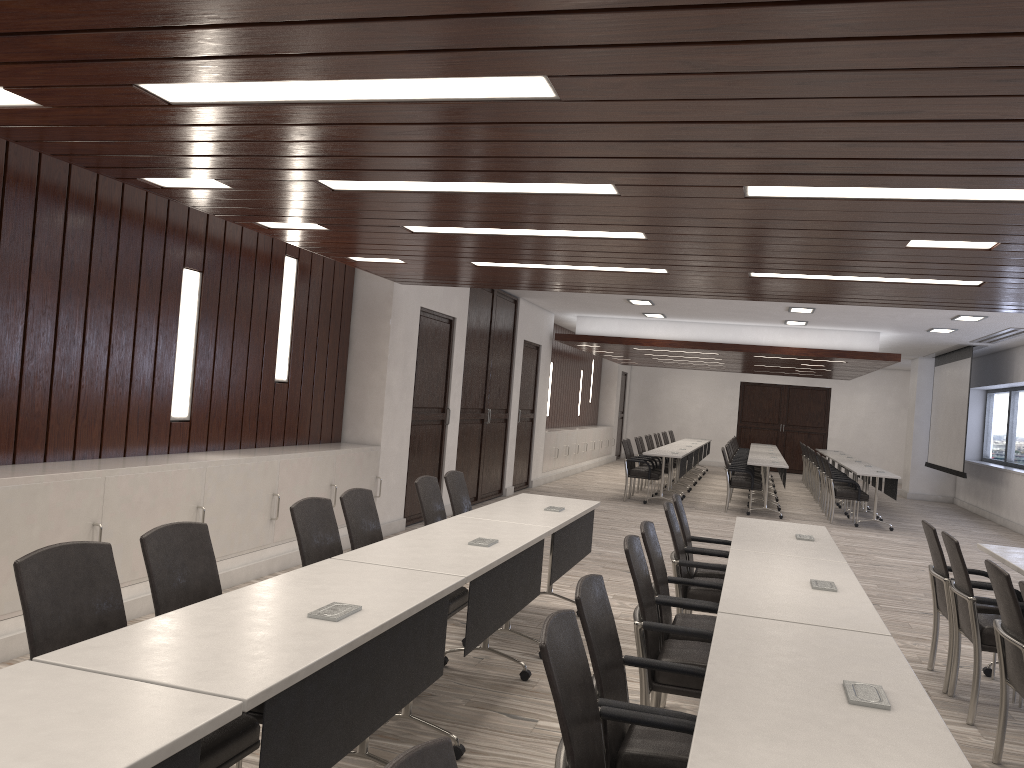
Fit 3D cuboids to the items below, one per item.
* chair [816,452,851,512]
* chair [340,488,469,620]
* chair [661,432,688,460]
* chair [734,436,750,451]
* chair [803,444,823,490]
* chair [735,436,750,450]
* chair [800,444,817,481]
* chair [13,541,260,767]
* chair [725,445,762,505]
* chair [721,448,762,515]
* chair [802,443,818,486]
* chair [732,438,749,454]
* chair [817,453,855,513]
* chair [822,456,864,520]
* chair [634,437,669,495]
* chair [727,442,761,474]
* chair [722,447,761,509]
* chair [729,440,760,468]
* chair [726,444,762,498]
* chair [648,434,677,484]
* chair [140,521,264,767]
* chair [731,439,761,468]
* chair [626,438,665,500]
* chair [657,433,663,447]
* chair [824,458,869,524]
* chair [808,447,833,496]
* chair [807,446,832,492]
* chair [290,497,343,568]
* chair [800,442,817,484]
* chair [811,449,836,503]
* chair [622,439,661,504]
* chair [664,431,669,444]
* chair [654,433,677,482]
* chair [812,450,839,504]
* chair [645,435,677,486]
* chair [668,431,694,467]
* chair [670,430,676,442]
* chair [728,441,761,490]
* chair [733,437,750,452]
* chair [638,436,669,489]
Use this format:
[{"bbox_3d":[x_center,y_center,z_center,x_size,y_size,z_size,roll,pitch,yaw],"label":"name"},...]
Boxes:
[{"bbox_3d":[5.436,1.642,14.952,0.638,0.939,0.513,4,-1,15],"label":"chair"},{"bbox_3d":[-0.571,1.037,4.556,0.638,0.939,0.513,4,-1,15],"label":"chair"},{"bbox_3d":[3.600,1.553,19.651,0.638,0.939,0.513,4,-1,15],"label":"chair"},{"bbox_3d":[5.479,1.716,20.711,0.638,0.939,0.513,4,-1,16],"label":"chair"},{"bbox_3d":[6.494,1.774,18.844,0.638,0.939,0.513,4,-1,15],"label":"chair"},{"bbox_3d":[5.601,1.732,21.215,0.638,0.939,0.513,4,-1,15],"label":"chair"},{"bbox_3d":[7.045,1.842,20.811,0.638,0.939,0.513,4,-1,16],"label":"chair"},{"bbox_3d":[-1.102,0.970,2.581,0.638,0.939,0.513,4,-1,16],"label":"chair"},{"bbox_3d":[3.855,1.515,14.846,0.638,0.939,0.513,4,-1,15],"label":"chair"},{"bbox_3d":[3.447,1.465,13.379,0.638,0.939,0.513,4,-1,15],"label":"chair"},{"bbox_3d":[6.638,1.792,19.356,0.638,0.939,0.513,4,-1,16],"label":"chair"},{"bbox_3d":[5.064,1.665,19.250,0.638,0.939,0.513,4,-1,16],"label":"chair"},{"bbox_3d":[5.280,1.624,14.454,0.638,0.939,0.513,4,-1,16],"label":"chair"},{"bbox_3d":[5.014,1.591,13.488,0.638,0.939,0.513,4,-1,15],"label":"chair"},{"bbox_3d":[2.392,1.403,15.254,0.638,0.939,0.513,4,-1,15],"label":"chair"},{"bbox_3d":[4.251,1.565,16.314,0.638,0.939,0.513,4,-1,16],"label":"chair"},{"bbox_3d":[3.577,1.481,13.895,0.638,0.939,0.513,4,-1,15],"label":"chair"},{"bbox_3d":[4.653,1.615,17.784,0.638,0.939,0.513,4,-1,15],"label":"chair"},{"bbox_3d":[3.994,1.532,15.346,0.638,0.939,0.513,4,-1,15],"label":"chair"},{"bbox_3d":[2.931,1.470,17.211,0.638,0.939,0.513,4,-1,16],"label":"chair"},{"bbox_3d":[-0.961,0.988,3.093,0.638,0.939,0.513,4,-1,15],"label":"chair"},{"bbox_3d":[4.802,1.633,18.286,0.638,0.939,0.513,4,-1,15],"label":"chair"},{"bbox_3d":[2.124,1.370,14.289,0.638,0.939,0.513,4,-1,15],"label":"chair"},{"bbox_3d":[3.345,1.521,18.686,0.638,0.939,0.513,4,-1,15],"label":"chair"},{"bbox_3d":[4.875,1.573,12.984,0.638,0.939,0.513,4,-1,16],"label":"chair"},{"bbox_3d":[6.098,1.725,17.372,0.638,0.939,0.513,4,-1,16],"label":"chair"},{"bbox_3d":[6.245,1.742,17.877,0.638,0.939,0.513,4,-1,15],"label":"chair"},{"bbox_3d":[-0.695,1.020,4.051,0.638,0.939,0.513,4,-1,16],"label":"chair"},{"bbox_3d":[6.898,1.824,20.311,0.638,0.939,0.513,4,-1,16],"label":"chair"},{"bbox_3d":[5.825,1.691,16.416,0.638,0.939,0.513,4,-1,16],"label":"chair"},{"bbox_3d":[1.993,1.354,13.783,0.638,0.939,0.513,4,-1,16],"label":"chair"},{"bbox_3d":[3.739,1.571,20.158,0.638,0.939,0.513,4,-1,16],"label":"chair"},{"bbox_3d":[3.190,1.503,18.185,0.638,0.939,0.513,4,-1,16],"label":"chair"},{"bbox_3d":[5.684,1.674,15.911,0.638,0.939,0.513,4,-1,16],"label":"chair"},{"bbox_3d":[2.786,1.453,16.713,0.638,0.939,0.513,4,-1,16],"label":"chair"},{"bbox_3d":[4.012,1.604,21.114,0.638,0.939,0.513,4,-1,15],"label":"chair"},{"bbox_3d":[4.148,1.621,21.619,0.638,0.939,0.513,4,-1,16],"label":"chair"},{"bbox_3d":[4.386,1.581,16.813,0.638,0.939,0.513,4,-1,16],"label":"chair"},{"bbox_3d":[5.209,1.683,19.749,0.638,0.939,0.513,4,-1,16],"label":"chair"},{"bbox_3d":[2.535,1.421,15.768,0.638,0.939,0.513,4,-1,16],"label":"chair"}]
